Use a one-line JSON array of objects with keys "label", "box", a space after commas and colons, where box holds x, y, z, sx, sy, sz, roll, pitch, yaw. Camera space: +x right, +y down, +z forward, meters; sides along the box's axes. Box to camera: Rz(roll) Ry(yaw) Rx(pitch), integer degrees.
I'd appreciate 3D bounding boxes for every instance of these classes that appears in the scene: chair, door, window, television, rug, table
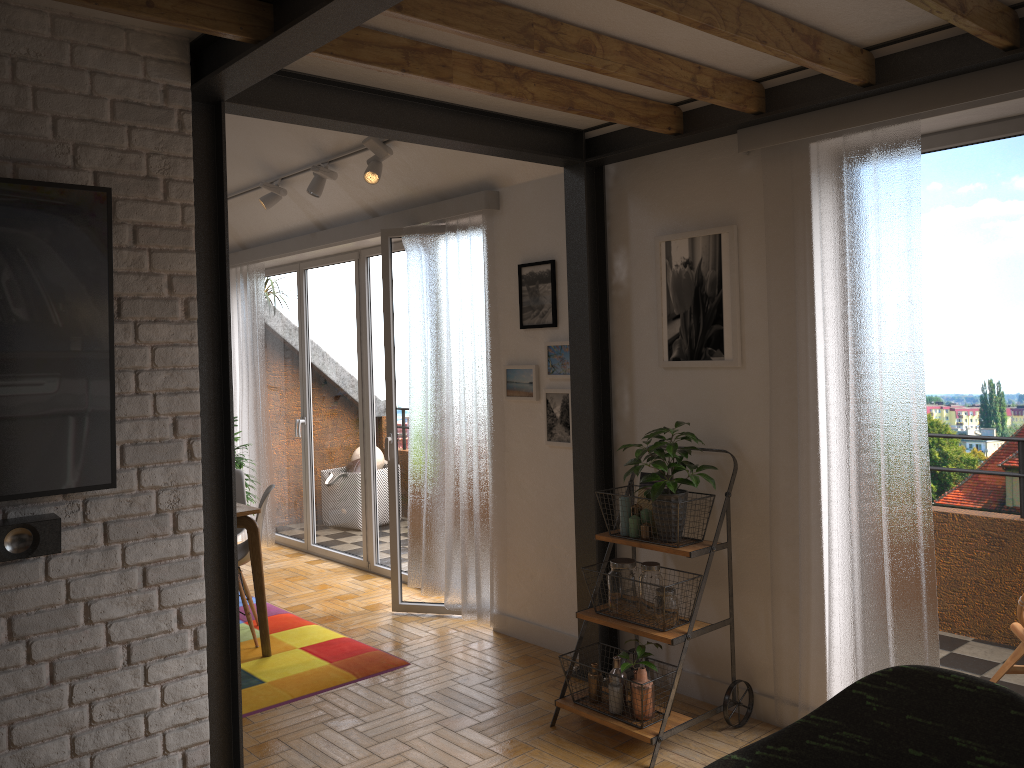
[{"label": "chair", "box": [-1.855, 0.947, 5.354, 0.465, 0.801, 0.542, -2, 0, 17]}, {"label": "door", "box": [-0.341, 0.201, 5.080, 0.802, 2.231, 0.111, -2, 0, 11]}, {"label": "window", "box": [-2.863, -0.697, 1.766, 8.637, 4.466, 7.781, -3, 2, -41]}, {"label": "chair", "box": [0.622, 1.018, 1.562, 0.783, 0.830, 0.752, -2, 1, -35]}, {"label": "television", "box": [-1.676, -0.017, 2.008, 1.468, 0.991, 0.085, -3, 0, -41]}, {"label": "rug", "box": [-2.109, 1.390, 4.710, 1.939, 0.024, 2.781, -4, 3, -41]}, {"label": "chair", "box": [-1.534, 0.960, 4.736, 0.542, 0.801, 0.465, -2, 0, -15]}, {"label": "table", "box": [-2.011, 1.018, 4.713, 0.851, 0.755, 1.465, -3, 2, -41]}]

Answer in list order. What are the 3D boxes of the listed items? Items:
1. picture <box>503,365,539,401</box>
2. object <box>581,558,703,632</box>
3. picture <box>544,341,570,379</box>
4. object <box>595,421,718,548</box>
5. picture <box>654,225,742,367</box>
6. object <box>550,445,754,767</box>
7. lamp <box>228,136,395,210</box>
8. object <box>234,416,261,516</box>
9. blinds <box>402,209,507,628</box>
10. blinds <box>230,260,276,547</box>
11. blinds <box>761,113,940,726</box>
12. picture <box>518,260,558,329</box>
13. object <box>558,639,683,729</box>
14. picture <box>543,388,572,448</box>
[{"label": "picture", "box": [0.046, -0.007, 4.591, 0.023, 0.183, 0.251, -1, 1, -41]}, {"label": "object", "box": [0.516, 0.827, 3.542, 0.239, 0.216, 0.439, -3, 2, -41]}, {"label": "picture", "box": [0.253, -0.119, 4.348, 0.023, 0.183, 0.251, -1, 1, -41]}, {"label": "object", "box": [0.585, 0.392, 3.605, 0.396, 0.475, 0.492, -2, 1, -29]}, {"label": "picture", "box": [0.777, -0.359, 3.739, 0.023, 0.575, 0.415, -1, 0, -41]}, {"label": "object", "box": [0.540, 0.819, 3.560, 0.632, 1.078, 0.578, -2, 0, -41]}, {"label": "lamp", "box": [-1.312, -1.230, 5.492, 0.207, 0.262, 3.488, -2, 2, -40]}, {"label": "object", "box": [-2.220, 0.705, 6.548, 0.715, 1.260, 0.668, -2, 0, 16]}, {"label": "blinds", "box": [-0.344, 0.149, 4.924, 0.749, 2.289, 0.187, -2, 0, 43]}, {"label": "blinds", "box": [-2.134, 0.128, 7.060, 0.138, 2.287, 0.694, -1, 0, -44]}, {"label": "blinds", "box": [1.182, 0.164, 3.214, 0.124, 2.283, 0.667, -1, 0, -40]}, {"label": "picture", "box": [0.128, -0.450, 4.486, 0.021, 0.336, 0.261, -1, 0, -41]}, {"label": "object", "box": [0.407, 1.121, 3.437, 0.276, 0.290, 0.439, -2, 1, -41]}, {"label": "picture", "box": [0.234, 0.166, 4.383, 0.022, 0.284, 0.201, -1, 0, -42]}]
